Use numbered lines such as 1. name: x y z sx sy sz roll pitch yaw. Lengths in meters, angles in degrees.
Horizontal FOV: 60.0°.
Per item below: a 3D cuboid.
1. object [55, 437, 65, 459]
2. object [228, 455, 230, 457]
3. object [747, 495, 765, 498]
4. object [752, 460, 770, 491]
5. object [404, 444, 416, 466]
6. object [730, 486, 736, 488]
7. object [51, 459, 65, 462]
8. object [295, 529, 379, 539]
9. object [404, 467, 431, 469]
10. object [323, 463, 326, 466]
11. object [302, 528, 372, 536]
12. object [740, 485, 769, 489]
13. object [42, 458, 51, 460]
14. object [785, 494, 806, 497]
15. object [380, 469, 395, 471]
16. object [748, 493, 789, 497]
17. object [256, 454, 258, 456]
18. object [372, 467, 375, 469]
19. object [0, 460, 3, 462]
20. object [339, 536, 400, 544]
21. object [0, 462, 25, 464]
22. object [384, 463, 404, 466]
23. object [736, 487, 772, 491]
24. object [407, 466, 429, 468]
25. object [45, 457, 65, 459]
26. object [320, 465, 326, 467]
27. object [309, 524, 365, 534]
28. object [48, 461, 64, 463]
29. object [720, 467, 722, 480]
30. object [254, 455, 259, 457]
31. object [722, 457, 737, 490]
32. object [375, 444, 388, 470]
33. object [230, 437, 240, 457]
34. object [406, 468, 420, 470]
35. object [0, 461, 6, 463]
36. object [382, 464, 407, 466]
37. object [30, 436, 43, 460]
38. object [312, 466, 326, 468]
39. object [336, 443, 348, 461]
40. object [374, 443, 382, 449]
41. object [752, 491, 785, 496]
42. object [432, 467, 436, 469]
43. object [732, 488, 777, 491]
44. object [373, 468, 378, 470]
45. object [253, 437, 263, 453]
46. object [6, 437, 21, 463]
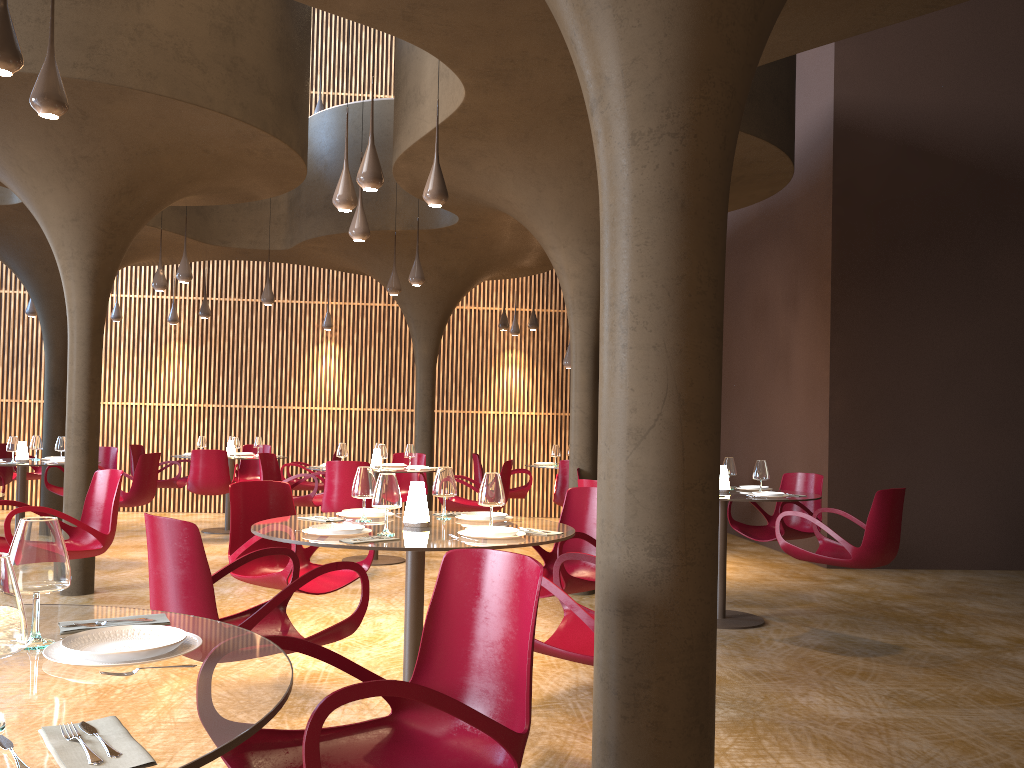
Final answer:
1. object: -5.346 0.774 10.518 0.142 0.295 0.142 2 -2 -31
2. object: -4.205 1.038 12.777 0.263 0.029 0.263 1 -3 0
3. object: 2.143 0.934 7.420 0.204 0.012 0.411 -1 -4 44
4. object: 2.151 0.808 7.659 0.142 0.295 0.142 2 -2 -20
5. object: -1.256 0.887 10.910 0.142 0.295 0.142 2 -2 -31
6. object: 2.087 0.991 8.492 0.262 0.017 0.126 3 -3 -36
7. object: -5.225 0.894 10.318 0.263 0.029 0.263 0 -3 19
8. object: -0.844 0.712 4.266 0.411 0.012 0.204 -1 -4 42
9. object: -1.135 1.017 10.710 0.332 0.014 0.332 0 -3 28
10. object: -2.176 0.989 10.816 0.263 0.029 0.263 1 -3 2
11. object: -0.840 0.710 4.263 0.332 0.014 0.332 2 -3 -8
12. object: 2.251 0.966 8.237 0.263 0.029 0.263 -1 -4 44
13. object: -5.593 0.923 10.893 0.332 0.014 0.332 2 -3 -23
14. object: 2.383 0.955 7.611 0.126 0.017 0.262 4 -4 -42
15. object: -1.421 0.991 10.161 0.126 0.017 0.262 1 -3 10
16. object: 2.146 0.933 7.423 0.332 0.014 0.332 2 -3 -22
17. object: -3.717 1.077 13.349 0.263 0.029 0.263 3 -3 -26
18. object: -1.715 0.971 10.232 0.263 0.029 0.263 1 -3 13
19. object: -5.805 0.858 9.840 0.263 0.029 0.263 1 -3 4
20. object: -0.646 0.711 4.031 0.262 0.017 0.126 4 -4 -43
21. object: -5.511 0.878 9.769 0.126 0.017 0.262 1 -3 10
22. object: -1.503 1.027 11.285 0.263 0.029 0.263 1 -3 -4
23. object: 2.251 0.975 8.237 0.332 0.014 0.332 1 -3 12
24. object: -1.135 1.008 10.710 0.263 0.029 0.263 1 -3 3
25. object: -5.593 0.914 10.893 0.263 0.029 0.263 1 -3 -4
26. object: -2.176 0.999 10.816 0.332 0.014 0.332 0 -3 21
27. object: -0.840 0.701 4.264 0.263 0.029 0.263 0 -3 31
28. object: -5.225 0.904 10.318 0.332 0.014 0.332 0 -3 25
29. object: 1.705 0.790 7.500 0.142 0.295 0.142 1 -2 0
30. object: -3.717 1.086 13.349 0.332 0.014 0.332 0 -3 18
31. object: 2.022 0.834 8.266 0.142 0.295 0.142 1 -2 8
32. object: -1.527 0.855 10.377 0.142 0.295 0.142 2 -2 -13
33. object: -4.045 0.922 12.952 0.142 0.295 0.142 2 -2 -12
34. object: -1.135 1.019 10.705 0.204 0.012 0.411 1 -3 11
35. object: -5.805 0.867 9.839 0.332 0.014 0.332 2 -3 -12
36. object: -1.504 1.037 11.285 0.332 0.014 0.332 2 -3 -23
37. object: -5.764 0.775 10.741 0.142 0.295 0.142 2 -2 -18
38. object: -2.255 0.990 10.523 0.262 0.017 0.126 1 -3 12
39. object: -2.036 0.856 10.630 0.142 0.295 0.142 0 -2 33
40. object: -1.674 0.889 11.133 0.142 0.295 0.142 1 -2 27
41. object: 2.146 0.924 7.424 0.263 0.029 0.263 2 -3 -19
42. object: -1.037 1.041 10.996 0.262 0.017 0.126 1 -3 15
43. object: 2.254 0.976 8.234 0.204 0.012 0.411 4 -4 -40
44. object: -1.715 0.981 10.232 0.332 0.014 0.332 2 -3 -15
45. object: -3.870 0.954 13.524 0.142 0.295 0.142 0 -2 38
46. object: -5.617 0.742 9.984 0.142 0.295 0.142 2 -2 -13
